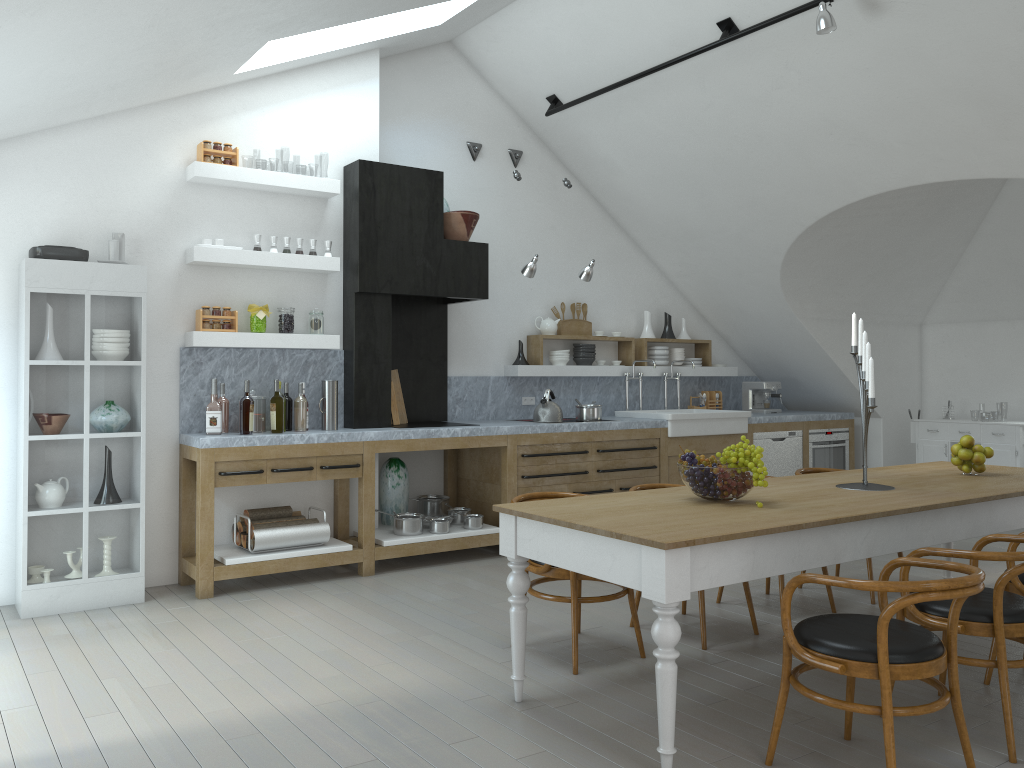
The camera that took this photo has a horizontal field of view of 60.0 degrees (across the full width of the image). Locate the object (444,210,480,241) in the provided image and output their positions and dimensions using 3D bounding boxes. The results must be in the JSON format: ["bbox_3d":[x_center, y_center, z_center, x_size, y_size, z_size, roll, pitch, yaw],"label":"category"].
[{"bbox_3d":[-0.431,-1.189,6.825,0.348,0.237,0.366,0,0,-17],"label":"object"}]

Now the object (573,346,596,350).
[{"bbox_3d":[0.657,-0.301,8.042,0.205,0.084,0.205,0,0,-7],"label":"object"}]

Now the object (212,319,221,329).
[{"bbox_3d":[-1.923,-0.383,5.766,0.058,0.075,0.058,0,-1,-11],"label":"object"}]

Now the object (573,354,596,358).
[{"bbox_3d":[0.654,-0.226,8.034,0.205,0.086,0.205,0,0,3],"label":"object"}]

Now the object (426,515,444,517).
[{"bbox_3d":[-0.584,1.003,6.620,0.169,0.035,0.061,0,0,-34],"label":"object"}]

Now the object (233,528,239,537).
[{"bbox_3d":[-1.633,0.991,5.930,0.437,0.092,0.091,0,0,-37],"label":"object"}]

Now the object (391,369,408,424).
[{"bbox_3d":[-0.876,0.100,6.843,0.148,0.427,0.078,0,-1,1],"label":"object"}]

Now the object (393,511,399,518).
[{"bbox_3d":[-0.751,0.959,6.225,0.190,0.152,0.051,0,-1,-34],"label":"object"}]

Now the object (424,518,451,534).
[{"bbox_3d":[-0.552,1.007,6.357,0.153,0.113,0.261,0,0,-45],"label":"object"}]

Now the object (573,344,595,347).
[{"bbox_3d":[0.655,-0.329,8.043,0.205,0.080,0.205,0,0,-32],"label":"object"}]

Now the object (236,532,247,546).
[{"bbox_3d":[-1.585,0.999,5.857,0.455,0.089,0.091,0,0,-37],"label":"object"}]

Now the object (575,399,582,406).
[{"bbox_3d":[0.601,0.209,7.438,0.051,0.167,0.236,1,-1,-39],"label":"object"}]

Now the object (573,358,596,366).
[{"bbox_3d":[0.654,-0.199,8.034,0.205,0.072,0.205,0,0,43],"label":"object"}]

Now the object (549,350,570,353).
[{"bbox_3d":[0.423,-0.268,7.878,0.181,0.076,0.181,0,0,3],"label":"object"}]

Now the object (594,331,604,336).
[{"bbox_3d":[0.803,-0.459,8.168,0.098,0.049,0.098,0,0,-37],"label":"object"}]

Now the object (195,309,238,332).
[{"bbox_3d":[-1.921,-0.407,5.766,0.237,0.146,0.120,0,0,-34],"label":"object"}]

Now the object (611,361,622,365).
[{"bbox_3d":[0.975,-0.192,8.279,0.098,0.049,0.098,0,0,-37],"label":"object"}]

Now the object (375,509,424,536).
[{"bbox_3d":[-0.786,0.987,6.329,0.223,0.164,0.378,0,0,-45],"label":"object"}]

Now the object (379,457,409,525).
[{"bbox_3d":[-0.893,0.809,6.719,0.231,0.498,0.230,0,-1,7],"label":"object"}]

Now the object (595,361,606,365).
[{"bbox_3d":[0.816,-0.191,8.171,0.098,0.049,0.098,0,0,-37],"label":"object"}]

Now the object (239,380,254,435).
[{"bbox_3d":[-1.683,0.153,5.621,0.092,0.359,0.093,0,-1,0],"label":"object"}]

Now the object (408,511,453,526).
[{"bbox_3d":[-0.667,1.003,6.599,0.508,0.052,0.263,0,0,32],"label":"object"}]

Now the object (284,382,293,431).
[{"bbox_3d":[-1.522,0.154,5.978,0.085,0.331,0.085,1,-1,-26],"label":"object"}]

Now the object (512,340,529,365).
[{"bbox_3d":[0.077,-0.271,7.666,0.156,0.218,0.156,-1,-1,37],"label":"object"}]

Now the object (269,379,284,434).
[{"bbox_3d":[-1.521,0.149,5.735,0.092,0.359,0.092,0,-1,10],"label":"object"}]

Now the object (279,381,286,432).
[{"bbox_3d":[-1.540,0.152,5.853,0.092,0.339,0.092,0,-1,-16],"label":"object"}]

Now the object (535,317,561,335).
[{"bbox_3d":[0.316,-0.512,7.845,0.174,0.169,0.168,0,-1,39],"label":"object"}]

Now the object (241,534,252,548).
[{"bbox_3d":[-1.521,1.000,5.800,0.479,0.084,0.093,0,0,-37],"label":"object"}]

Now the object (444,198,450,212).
[{"bbox_3d":[-0.601,-1.326,7.108,0.231,0.503,0.230,0,-1,7],"label":"object"}]

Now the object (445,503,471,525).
[{"bbox_3d":[-0.409,0.995,6.768,0.182,0.134,0.308,0,0,-10],"label":"object"}]

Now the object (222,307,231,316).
[{"bbox_3d":[-1.868,-0.469,5.806,0.058,0.075,0.058,0,-1,-11],"label":"object"}]

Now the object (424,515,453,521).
[{"bbox_3d":[-0.549,1.000,6.555,0.247,0.045,0.041,0,0,-35],"label":"object"}]

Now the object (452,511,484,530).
[{"bbox_3d":[-0.314,1.005,6.545,0.153,0.113,0.261,0,0,-35],"label":"object"}]

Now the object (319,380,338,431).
[{"bbox_3d":[-1.261,0.146,6.065,0.164,0.340,0.114,1,-1,-31],"label":"object"}]

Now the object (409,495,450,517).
[{"bbox_3d":[-0.717,0.964,7.028,0.455,0.197,0.268,0,0,0],"label":"object"}]

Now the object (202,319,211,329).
[{"bbox_3d":[-1.979,-0.382,5.728,0.058,0.075,0.058,0,-1,-11],"label":"object"}]

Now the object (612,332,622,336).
[{"bbox_3d":[0.981,-0.460,8.289,0.098,0.049,0.098,0,0,-37],"label":"object"}]

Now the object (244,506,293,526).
[{"bbox_3d":[-1.590,0.857,5.782,0.292,0.102,0.104,0,0,-37],"label":"object"}]

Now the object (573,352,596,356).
[{"bbox_3d":[0.660,-0.253,8.032,0.205,0.086,0.205,0,0,8],"label":"object"}]

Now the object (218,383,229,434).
[{"bbox_3d":[-1.865,0.159,5.709,0.085,0.331,0.085,1,-1,-26],"label":"object"}]

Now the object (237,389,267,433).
[{"bbox_3d":[-1.707,0.176,5.821,0.184,0.286,0.183,0,-1,-10],"label":"object"}]

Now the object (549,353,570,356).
[{"bbox_3d":[0.422,-0.239,7.877,0.181,0.069,0.181,0,0,-17],"label":"object"}]

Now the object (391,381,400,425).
[{"bbox_3d":[-0.892,0.148,6.651,0.081,0.336,0.148,1,-1,-44],"label":"object"}]

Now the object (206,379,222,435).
[{"bbox_3d":[-1.879,0.145,5.591,0.088,0.360,0.085,0,-1,-13],"label":"object"}]

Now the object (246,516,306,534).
[{"bbox_3d":[-1.528,0.915,5.753,0.362,0.087,0.101,0,0,-37],"label":"object"}]

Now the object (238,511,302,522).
[{"bbox_3d":[-1.609,0.902,5.915,0.422,0.073,0.071,0,0,-37],"label":"object"}]

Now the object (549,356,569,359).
[{"bbox_3d":[0.420,-0.216,7.874,0.181,0.065,0.181,0,0,3],"label":"object"}]

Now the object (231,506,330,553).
[{"bbox_3d":[-1.518,0.950,5.816,0.527,0.231,0.429,0,0,-37],"label":"object"}]

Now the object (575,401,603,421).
[{"bbox_3d":[0.686,0.235,7.455,0.232,0.170,0.394,0,0,36],"label":"object"}]

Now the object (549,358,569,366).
[{"bbox_3d":[0.420,-0.193,7.874,0.181,0.064,0.181,0,0,-12],"label":"object"}]

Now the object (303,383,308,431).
[{"bbox_3d":[-1.425,0.155,6.026,0.081,0.330,0.081,0,-1,-7],"label":"object"}]

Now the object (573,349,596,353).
[{"bbox_3d":[0.656,-0.275,8.037,0.205,0.072,0.205,0,0,43],"label":"object"}]

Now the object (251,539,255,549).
[{"bbox_3d":[-1.478,1.010,5.737,0.422,0.067,0.067,0,0,-37],"label":"object"}]

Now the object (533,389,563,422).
[{"bbox_3d":[0.293,0.172,7.182,0.246,0.268,0.246,0,-1,-24],"label":"object"}]

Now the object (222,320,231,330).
[{"bbox_3d":[-1.868,-0.383,5.804,0.058,0.075,0.058,0,-1,-11],"label":"object"}]

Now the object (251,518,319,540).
[{"bbox_3d":[-1.461,0.931,5.705,0.437,0.093,0.092,0,0,-37],"label":"object"}]

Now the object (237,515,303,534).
[{"bbox_3d":[-1.579,0.927,5.842,0.435,0.079,0.115,0,0,-37],"label":"object"}]

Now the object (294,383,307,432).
[{"bbox_3d":[-1.411,0.157,5.917,0.085,0.331,0.085,1,-1,-26],"label":"object"}]
